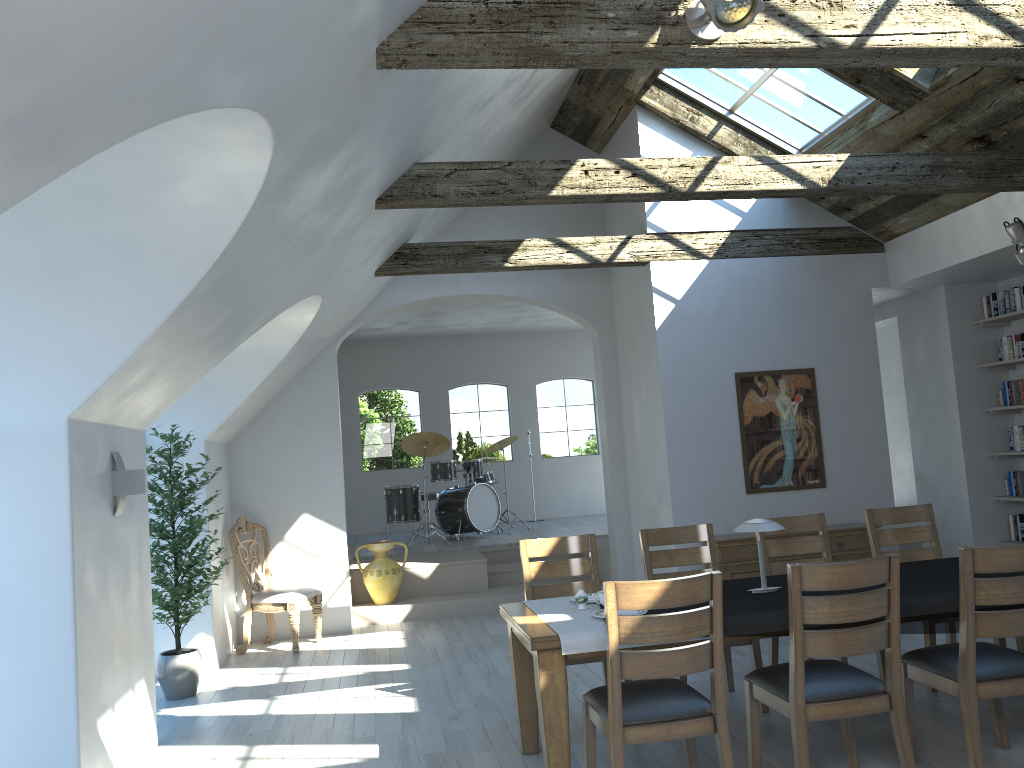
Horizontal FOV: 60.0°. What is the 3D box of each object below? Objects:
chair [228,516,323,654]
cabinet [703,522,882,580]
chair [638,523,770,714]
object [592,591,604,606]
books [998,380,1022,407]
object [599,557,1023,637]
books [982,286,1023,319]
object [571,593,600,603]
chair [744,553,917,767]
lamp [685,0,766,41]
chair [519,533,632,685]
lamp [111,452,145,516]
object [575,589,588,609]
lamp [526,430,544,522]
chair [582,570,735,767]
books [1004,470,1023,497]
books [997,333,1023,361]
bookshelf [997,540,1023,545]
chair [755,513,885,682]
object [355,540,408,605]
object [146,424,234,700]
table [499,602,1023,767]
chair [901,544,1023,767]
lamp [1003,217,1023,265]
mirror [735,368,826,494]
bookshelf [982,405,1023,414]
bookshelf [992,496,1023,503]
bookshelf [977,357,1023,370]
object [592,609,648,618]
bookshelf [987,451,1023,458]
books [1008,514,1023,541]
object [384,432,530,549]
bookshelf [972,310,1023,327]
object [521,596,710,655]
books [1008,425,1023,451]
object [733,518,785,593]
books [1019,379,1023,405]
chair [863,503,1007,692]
[{"bbox_3d":[-2.067,1.726,7.763,0.655,1.159,0.552,-6,-5,16],"label":"chair"},{"bbox_3d":[2.345,1.587,7.399,1.481,0.714,0.383,-3,-5,-9],"label":"cabinet"},{"bbox_3d":[1.082,1.350,5.162,0.514,1.006,0.605,-3,-5,-9],"label":"chair"},{"bbox_3d":[0.469,1.038,4.259,0.124,0.081,0.130,-7,-6,33],"label":"object"},{"bbox_3d":[4.475,0.080,7.846,0.209,0.220,0.278,-3,-5,-11],"label":"books"},{"bbox_3d":[1.550,1.128,4.448,2.456,0.227,1.073,-3,-5,-9],"label":"object"},{"bbox_3d":[4.619,-0.830,6.646,0.242,0.237,2.981,-3,-5,-9],"label":"books"},{"bbox_3d":[0.428,1.095,4.525,0.250,0.017,0.253,-3,-5,-9],"label":"object"},{"bbox_3d":[1.308,1.214,3.714,0.514,1.006,0.605,-3,-5,-9],"label":"chair"},{"bbox_3d":[0.818,-1.496,3.436,0.233,0.311,0.354,-3,-5,-9],"label":"lamp"},{"bbox_3d":[0.347,1.395,5.044,0.514,1.006,0.605,-3,-5,-9],"label":"chair"},{"bbox_3d":[-1.963,0.507,4.544,0.127,0.325,0.127,-3,-5,-9],"label":"lamp"},{"bbox_3d":[0.339,1.047,4.318,0.064,0.092,0.064,-5,-5,9],"label":"object"},{"bbox_3d":[0.303,1.393,13.533,0.232,1.383,0.238,-3,-5,-9],"label":"lamp"},{"bbox_3d":[0.573,1.259,3.595,0.514,1.006,0.605,-3,-5,-9],"label":"chair"},{"bbox_3d":[4.524,0.876,7.843,0.209,0.220,0.278,-3,-5,-11],"label":"books"},{"bbox_3d":[4.473,-0.327,7.712,0.214,0.220,0.490,-3,-5,-9],"label":"books"},{"bbox_3d":[5.085,1.067,4.079,0.315,0.070,7.825,-3,-5,-9],"label":"bookshelf"},{"bbox_3d":[1.816,1.306,5.281,0.514,1.006,0.605,-3,-5,-9],"label":"chair"},{"bbox_3d":[-1.278,1.866,8.764,0.396,0.605,0.402,-8,-6,37],"label":"object"},{"bbox_3d":[-2.386,1.241,6.318,0.718,1.920,0.737,-5,-5,10],"label":"object"},{"bbox_3d":[1.549,1.389,4.417,3.078,0.737,0.939,-3,-5,-9],"label":"table"},{"bbox_3d":[2.042,1.170,3.832,0.514,1.006,0.605,-3,-5,-9],"label":"chair"},{"bbox_3d":[3.591,-1.027,6.205,0.265,0.386,0.235,-5,-5,12],"label":"lamp"},{"bbox_3d":[2.326,0.401,7.682,0.736,1.047,0.009,-3,-5,-9],"label":"mirror"},{"bbox_3d":[4.998,-0.112,4.176,0.315,0.070,7.825,-3,-5,-9],"label":"bookshelf"},{"bbox_3d":[5.056,0.674,4.111,0.315,0.070,7.825,-3,-5,-9],"label":"bookshelf"},{"bbox_3d":[4.969,-0.505,4.208,0.315,0.070,7.825,-3,-5,-9],"label":"bookshelf"},{"bbox_3d":[0.494,1.052,4.057,0.250,0.017,0.253,-3,-5,-9],"label":"object"},{"bbox_3d":[5.027,0.281,4.143,0.315,0.070,7.825,-3,-5,-9],"label":"bookshelf"},{"bbox_3d":[4.766,1.132,6.476,0.242,0.237,2.981,-3,-5,-9],"label":"books"},{"bbox_3d":[-0.894,1.339,11.738,1.465,1.383,2.354,-8,-6,35],"label":"object"},{"bbox_3d":[4.940,-0.898,4.241,0.315,0.070,7.825,-3,-5,-9],"label":"bookshelf"},{"bbox_3d":[1.541,1.056,4.451,2.872,0.077,1.050,-3,-5,-9],"label":"object"},{"bbox_3d":[4.532,0.459,7.641,0.214,0.220,0.490,-3,-5,-9],"label":"books"},{"bbox_3d":[1.242,0.851,4.416,0.251,0.362,0.251,-5,-5,14],"label":"object"},{"bbox_3d":[4.521,0.052,7.540,0.189,0.224,0.345,-3,-5,-9],"label":"books"},{"bbox_3d":[2.550,1.261,5.400,0.514,1.006,0.605,-3,-5,-9],"label":"chair"}]
